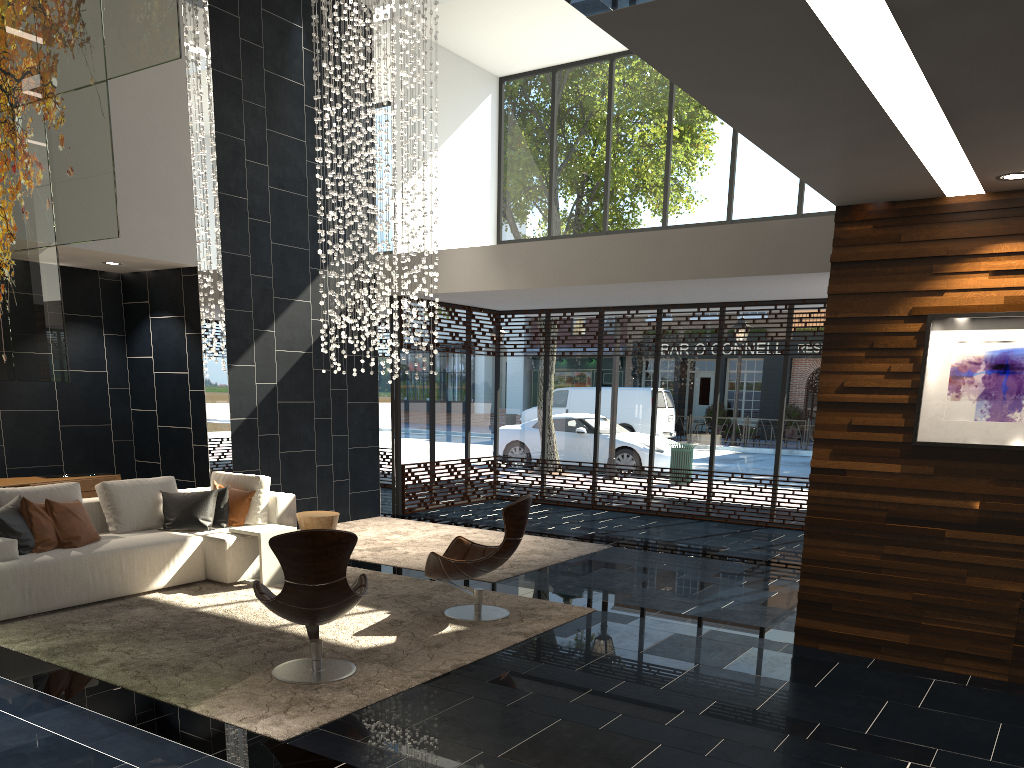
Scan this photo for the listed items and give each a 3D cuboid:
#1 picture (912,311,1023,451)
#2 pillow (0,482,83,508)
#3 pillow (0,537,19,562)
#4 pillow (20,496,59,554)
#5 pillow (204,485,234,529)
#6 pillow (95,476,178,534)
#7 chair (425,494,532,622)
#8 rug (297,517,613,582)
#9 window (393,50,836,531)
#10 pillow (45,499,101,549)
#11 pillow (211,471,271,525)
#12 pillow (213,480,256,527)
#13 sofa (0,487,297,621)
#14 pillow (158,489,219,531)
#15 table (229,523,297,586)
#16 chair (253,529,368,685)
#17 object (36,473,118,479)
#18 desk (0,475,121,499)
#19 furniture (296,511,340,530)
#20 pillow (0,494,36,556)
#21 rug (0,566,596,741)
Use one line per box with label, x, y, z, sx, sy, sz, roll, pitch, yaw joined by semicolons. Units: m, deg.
picture;2.767;-0.014;4.971;0.754;0.802;0.033;5;13;32
pillow;-3.698;1.017;6.750;0.244;0.467;0.706;8;7;34
pillow;-3.803;1.158;6.148;0.618;0.157;0.234;1;3;28
pillow;-3.541;1.039;6.528;0.243;0.444;0.532;1;5;-1
pillow;-2.720;1.102;7.651;0.554;0.431;0.245;1;9;1
pillow;-3.200;1.039;7.484;0.286;0.451;0.706;7;6;35
chair;-0.254;1.268;6.475;0.788;0.964;0.650;1;8;1
rug;-0.948;1.752;9.491;3.382;0.006;2.295;1;0;33
window;1.703;-1.235;10.250;6.074;6.242;2.288;5;11;32
pillow;-3.409;1.068;6.711;0.268;0.426;0.504;2;5;4
pillow;-2.525;1.051;7.973;0.704;0.475;0.212;4;10;34
pillow;-2.574;1.092;7.787;0.515;0.428;0.261;4;9;28
sofa;-3.123;1.335;7.151;1.277;0.705;2.800;3;1;34
pillow;-2.813;1.101;7.498;0.505;0.379;0.288;1;8;-7
table;-2.145;1.473;7.465;0.395;0.483;0.391;6;9;33
chair;-1.120;1.241;5.054;0.671;0.963;0.766;-3;9;-29
object;-4.320;0.914;8.600;0.237;0.027;0.702;1;0;45
desk;-4.772;1.284;8.075;0.979;0.773;2.204;4;3;34
furniture;-1.790;1.457;7.984;0.391;0.540;0.379;-2;9;-21
pillow;-3.641;1.039;6.340;0.255;0.428;0.537;0;5;-9
rug;-2.680;1.699;7.015;5.841;0.006;3.156;1;0;33
